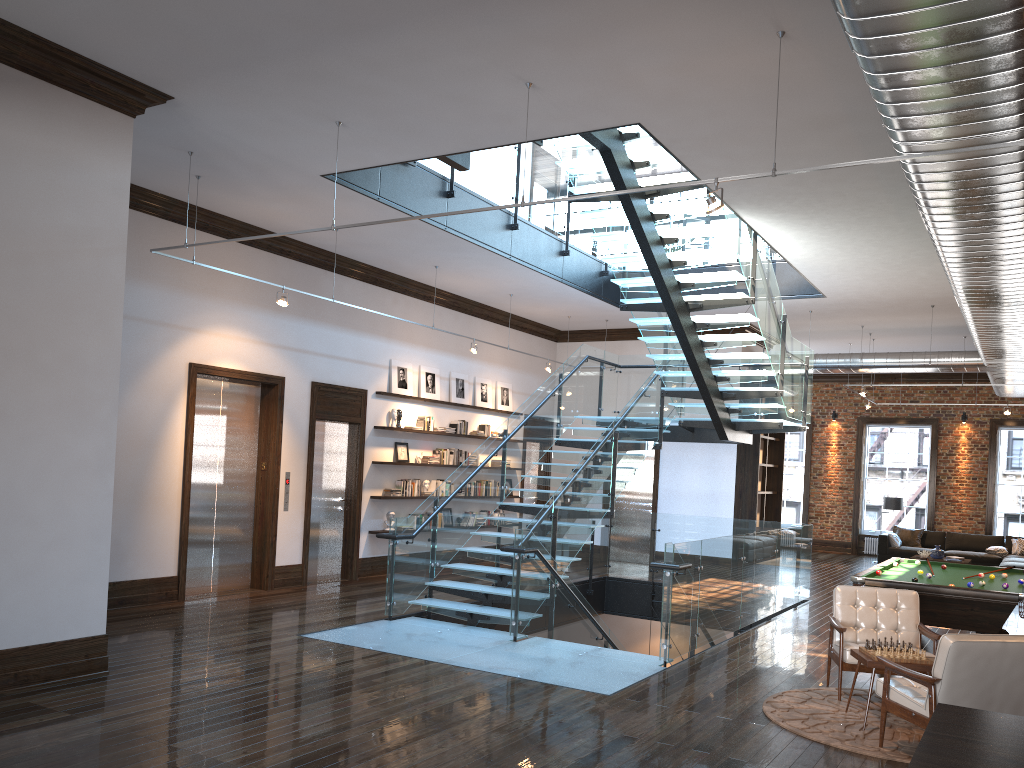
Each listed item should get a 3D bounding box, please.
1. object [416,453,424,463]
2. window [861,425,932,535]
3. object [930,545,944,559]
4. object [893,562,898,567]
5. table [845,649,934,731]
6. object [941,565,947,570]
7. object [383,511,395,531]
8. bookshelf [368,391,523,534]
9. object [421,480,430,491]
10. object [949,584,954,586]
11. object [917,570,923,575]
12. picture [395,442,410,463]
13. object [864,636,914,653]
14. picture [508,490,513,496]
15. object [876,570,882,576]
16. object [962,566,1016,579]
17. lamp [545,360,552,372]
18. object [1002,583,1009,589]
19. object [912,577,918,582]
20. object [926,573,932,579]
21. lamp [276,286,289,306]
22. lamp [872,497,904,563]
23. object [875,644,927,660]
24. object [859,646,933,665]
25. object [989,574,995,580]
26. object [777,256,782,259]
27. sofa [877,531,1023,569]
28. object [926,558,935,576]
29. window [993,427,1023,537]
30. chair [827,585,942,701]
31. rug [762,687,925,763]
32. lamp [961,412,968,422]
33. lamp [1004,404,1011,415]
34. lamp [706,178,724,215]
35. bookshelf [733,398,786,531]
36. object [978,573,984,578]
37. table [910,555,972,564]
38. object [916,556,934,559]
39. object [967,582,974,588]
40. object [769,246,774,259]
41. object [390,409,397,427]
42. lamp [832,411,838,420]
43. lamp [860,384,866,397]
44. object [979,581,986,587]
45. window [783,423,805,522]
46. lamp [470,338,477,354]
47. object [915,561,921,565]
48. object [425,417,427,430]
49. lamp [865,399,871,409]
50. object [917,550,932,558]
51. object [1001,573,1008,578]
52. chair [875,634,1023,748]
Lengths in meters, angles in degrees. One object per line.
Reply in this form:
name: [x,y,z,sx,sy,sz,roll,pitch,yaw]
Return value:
object: [-1.418,1.131,13.675,0.122,0.187,0.059,4,-1,-24]
window: [9.327,2.356,21.510,1.518,2.748,0.155,2,-1,31]
object: [8.274,3.270,17.246,0.215,0.250,0.215,4,-3,-26]
object: [4.372,2.059,10.102,0.057,0.057,0.057,1,-3,29]
table: [2.723,2.201,6.351,0.516,0.494,0.464,3,-3,6]
object: [4.927,2.089,10.118,0.057,0.057,0.057,3,-3,-11]
object: [-1.806,2.017,13.076,0.165,0.281,0.171,3,-2,0]
bookshelf: [-0.895,1.347,14.492,0.200,2.051,4.094,3,-4,31]
object: [-1.341,1.575,13.801,0.128,0.187,0.147,5,-3,-44]
object: [4.010,1.854,8.090,0.057,0.057,0.057,5,-4,-41]
object: [4.297,1.984,9.329,0.057,0.057,0.057,4,-3,-22]
picture: [-1.649,1.029,13.326,0.077,0.299,0.301,2,-3,31]
object: [2.759,1.897,6.486,0.334,0.101,0.076,2,-2,6]
picture: [-0.082,1.865,16.012,0.077,0.299,0.301,2,-3,31]
object: [3.747,1.930,9.057,0.057,0.057,0.057,4,-3,-12]
object: [5.227,2.057,9.693,1.611,0.072,0.028,8,-4,-43]
lamp: [0.611,-0.312,14.990,0.113,0.230,0.114,3,-1,-13]
object: [4.690,1.920,8.429,0.057,0.057,0.057,5,-4,-37]
object: [3.872,1.887,8.523,0.057,0.057,0.057,1,-4,35]
object: [4.239,1.952,9.019,0.057,0.057,0.057,3,-3,1]
lamp: [-2.513,-0.962,9.719,0.114,0.230,0.114,3,-1,10]
lamp: [8.195,3.208,19.391,0.420,1.464,0.687,3,-1,-30]
object: [2.734,1.872,6.229,0.334,0.101,0.076,2,-2,6]
object: [2.743,1.946,6.357,0.388,0.028,0.390,2,-5,6]
object: [4.999,2.011,9.235,0.057,0.057,0.057,1,-3,31]
object: [5.715,-2.252,18.002,0.801,1.861,0.812,3,-1,-16]
sofa: [9.003,3.403,17.513,3.497,0.802,3.465,0,-6,31]
object: [4.716,2.059,9.997,0.028,0.072,1.613,2,-5,23]
window: [11.785,2.346,20.050,1.518,2.748,0.155,2,-1,31]
chair: [2.973,2.104,7.131,0.767,0.864,0.744,2,-3,11]
rug: [2.834,2.451,6.414,1.968,0.015,1.979,0,-6,32]
lamp: [10.430,0.772,20.448,0.126,0.236,0.155,2,-2,31]
lamp: [10.457,0.538,18.714,0.113,0.230,0.114,3,-1,0]
lamp: [1.263,-1.161,5.500,0.113,0.230,0.114,2,-1,20]
bookshelf: [4.559,1.706,16.269,0.400,3.511,1.789,3,-1,31]
object: [4.941,2.017,9.337,0.057,0.057,0.057,3,-3,-4]
table: [8.350,3.574,17.271,0.999,0.344,1.005,0,-6,31]
object: [8.001,3.368,17.199,0.202,0.018,0.267,7,-6,-35]
object: [4.324,1.895,8.362,0.057,0.057,0.057,1,-4,36]
object: [4.285,-2.142,14.094,0.540,0.768,0.521,1,-3,41]
object: [-1.743,0.505,13.070,0.098,0.287,0.098,3,-1,-17]
lamp: [7.969,0.782,21.910,0.126,0.236,0.155,2,-2,31]
lamp: [6.496,0.122,16.417,0.114,0.230,0.114,4,-2,-38]
object: [4.530,1.923,8.543,0.057,0.057,0.057,4,-3,-20]
window: [6.871,2.366,22.969,1.518,2.748,0.155,2,-1,31]
lamp: [-0.563,-0.556,13.008,0.114,0.230,0.113,3,-1,-15]
object: [4.809,2.119,10.504,0.057,0.057,0.057,1,-3,32]
object: [-1.378,0.613,13.655,0.154,0.206,0.010,2,-1,31]
lamp: [7.690,0.435,19.122,0.113,0.230,0.114,3,-1,-18]
object: [8.018,3.298,17.204,0.218,0.159,0.219,4,-4,-17]
object: [5.254,2.045,9.460,0.057,0.057,0.057,4,-3,-14]
chair: [2.797,1.950,5.578,0.769,0.864,0.743,3,-3,-9]
